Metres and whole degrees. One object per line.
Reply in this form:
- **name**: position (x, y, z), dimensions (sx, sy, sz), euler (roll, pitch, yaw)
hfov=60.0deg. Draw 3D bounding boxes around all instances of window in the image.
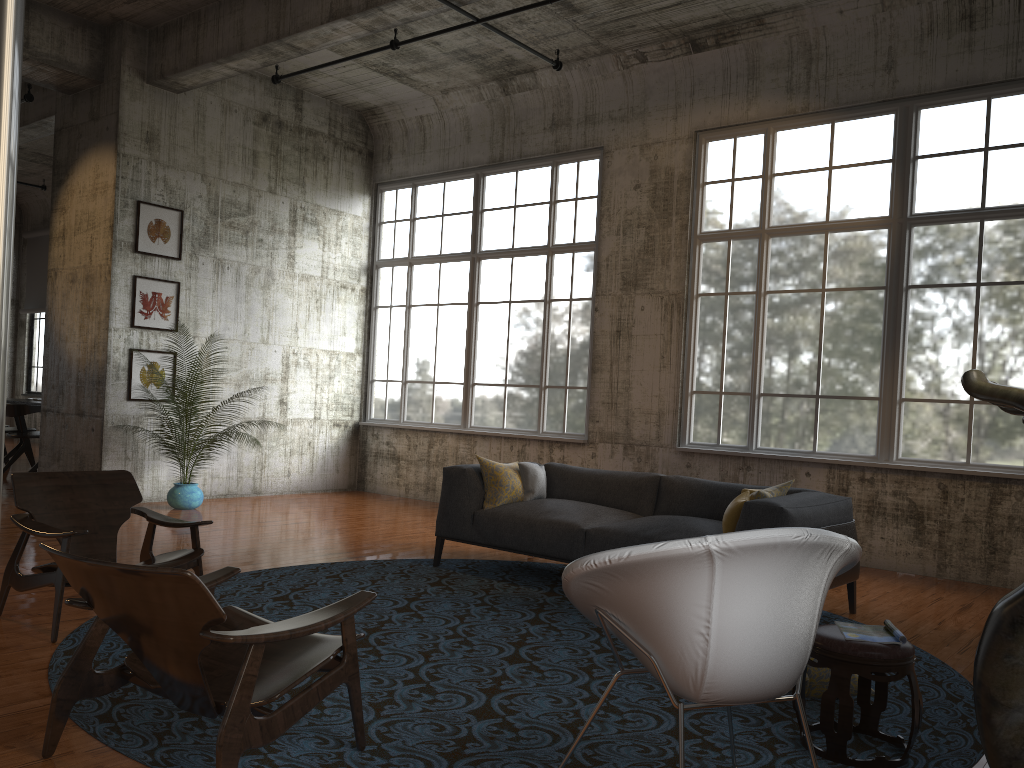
- **window**: position (3.561, -0.933, 8.195), dimensions (4.279, 3.436, 0.050), euler (3, 0, 38)
- **window**: position (-0.491, -1.075, 11.387), dimensions (3.848, 3.436, 0.050), euler (3, 0, 38)
- **window**: position (-8.777, -1.392, 17.953), dimensions (4.301, 3.436, 0.050), euler (3, 0, 38)

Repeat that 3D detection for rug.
- **rug**: position (0.039, 1.460, 5.145), dimensions (4.846, 0.009, 4.846), euler (3, -1, -6)

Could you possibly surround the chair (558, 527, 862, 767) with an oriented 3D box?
- **chair**: position (0.635, 0.921, 2.863), dimensions (1.058, 1.030, 0.806), euler (3, 0, -12)

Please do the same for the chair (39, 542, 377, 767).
- **chair**: position (-1.093, 0.958, 3.221), dimensions (0.874, 0.793, 1.044), euler (3, -1, 28)

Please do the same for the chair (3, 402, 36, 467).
- **chair**: position (-7.370, 0.750, 12.835), dimensions (0.877, 0.993, 0.770), euler (3, 0, 38)

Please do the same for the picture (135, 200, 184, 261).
- **picture**: position (-3.992, -1.732, 10.046), dimensions (0.036, 0.580, 0.556), euler (3, 0, 38)

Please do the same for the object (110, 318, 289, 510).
- **object**: position (-3.368, 0.360, 9.762), dimensions (1.890, 2.064, 1.511), euler (3, 0, -29)

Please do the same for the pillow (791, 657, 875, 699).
- **pillow**: position (1.515, 1.427, 4.401), dimensions (0.481, 0.247, 0.504), euler (3, -1, 4)

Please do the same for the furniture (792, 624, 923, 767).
- **furniture**: position (1.411, 1.258, 3.634), dimensions (0.432, 0.477, 0.432), euler (3, 0, -7)

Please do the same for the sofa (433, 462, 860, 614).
- **sofa**: position (0.918, 1.119, 6.671), dimensions (3.001, 0.861, 1.363), euler (2, -1, 40)

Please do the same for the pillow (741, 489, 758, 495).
- **pillow**: position (1.732, 0.883, 6.249), dimensions (0.229, 0.371, 0.404), euler (3, 0, -43)

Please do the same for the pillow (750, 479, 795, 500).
- **pillow**: position (1.683, 0.856, 5.994), dimensions (0.537, 0.446, 0.260), euler (4, 0, -45)

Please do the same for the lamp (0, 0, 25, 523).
- **lamp**: position (-0.225, 0.216, 0.348), dimensions (0.694, 2.243, 0.706), euler (3, 0, -29)

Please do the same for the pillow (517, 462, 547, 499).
- **pillow**: position (0.184, 0.812, 7.345), dimensions (0.168, 0.319, 0.435), euler (3, 0, 38)

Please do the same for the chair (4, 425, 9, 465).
- **chair**: position (-8.077, 0.726, 13.392), dimensions (0.877, 0.993, 0.770), euler (3, 0, 39)

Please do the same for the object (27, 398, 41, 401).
- **object**: position (-7.375, 0.254, 14.036), dimensions (0.527, 0.024, 0.526), euler (4, -2, -42)

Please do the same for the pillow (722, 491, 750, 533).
- **pillow**: position (1.455, 0.857, 5.755), dimensions (0.168, 0.319, 0.435), euler (3, -1, 13)

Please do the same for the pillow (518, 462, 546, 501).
- **pillow**: position (0.174, 0.787, 7.146), dimensions (0.171, 0.315, 0.365), euler (3, 0, 28)

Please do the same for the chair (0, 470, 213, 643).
- **chair**: position (-2.323, 0.935, 5.067), dimensions (1.042, 0.793, 0.876), euler (3, -1, 39)

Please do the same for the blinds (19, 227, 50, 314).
- **blinds**: position (-8.797, -2.340, 17.759), dimensions (4.462, 1.776, 0.137), euler (2, 0, 38)

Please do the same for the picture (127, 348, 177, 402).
- **picture**: position (-4.079, -0.091, 10.062), dimensions (0.036, 0.580, 0.556), euler (3, 0, 38)

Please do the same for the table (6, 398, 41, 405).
- **table**: position (-6.610, 0.799, 13.489), dimensions (3.699, 1.006, 1.640), euler (2, -1, 38)

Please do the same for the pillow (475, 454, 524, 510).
- **pillow**: position (-0.058, 0.788, 7.050), dimensions (0.537, 0.446, 0.260), euler (4, 0, -45)

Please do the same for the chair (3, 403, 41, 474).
- **chair**: position (-6.565, 0.777, 12.148), dimensions (0.877, 0.993, 0.770), euler (3, 0, 34)

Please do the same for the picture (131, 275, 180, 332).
- **picture**: position (-4.035, -0.904, 10.054), dimensions (0.036, 0.580, 0.556), euler (3, 0, 38)

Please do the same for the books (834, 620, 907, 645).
- **books**: position (1.466, 1.008, 3.640), dimensions (0.229, 0.043, 0.300), euler (3, -1, 12)

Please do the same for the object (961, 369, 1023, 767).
- **object**: position (1.473, 0.627, 2.335), dimensions (0.728, 1.296, 0.455), euler (3, 0, -40)
